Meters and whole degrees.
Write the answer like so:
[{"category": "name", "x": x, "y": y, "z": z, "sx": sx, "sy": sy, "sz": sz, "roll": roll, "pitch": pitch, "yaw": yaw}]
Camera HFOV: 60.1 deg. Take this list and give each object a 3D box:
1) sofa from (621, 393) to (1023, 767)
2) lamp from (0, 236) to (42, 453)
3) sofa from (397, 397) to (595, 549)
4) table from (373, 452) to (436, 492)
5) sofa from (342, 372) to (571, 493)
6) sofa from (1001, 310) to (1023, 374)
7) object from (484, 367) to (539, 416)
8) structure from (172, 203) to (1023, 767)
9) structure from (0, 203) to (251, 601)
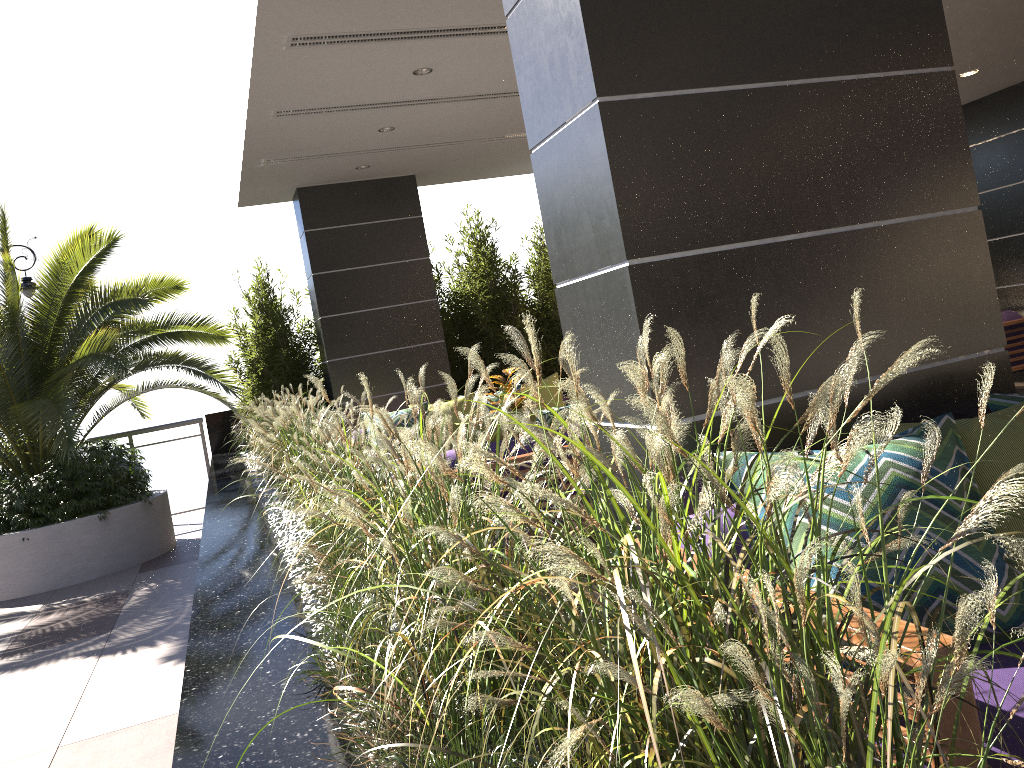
[{"category": "sofa", "x": 1.494, "y": 0.436, "z": 2.185, "sx": 2.133, "sy": 0.920, "sz": 1.115, "roll": -11, "pitch": 1, "yaw": -19}, {"category": "lamp", "x": -5.245, "y": 0.114, "z": 9.111, "sx": 1.126, "sy": 3.330, "sz": 0.263, "roll": -10, "pitch": -1, "yaw": -19}, {"category": "sofa", "x": 0.481, "y": 0.480, "z": 5.248, "sx": 2.133, "sy": 0.920, "sz": 1.115, "roll": -11, "pitch": 1, "yaw": -19}, {"category": "table", "x": 0.098, "y": 0.679, "z": 6.482, "sx": 2.043, "sy": 0.554, "sz": 0.938, "roll": -11, "pitch": 2, "yaw": -19}, {"category": "sofa", "x": -0.323, "y": 0.515, "z": 7.680, "sx": 2.133, "sy": 0.920, "sz": 1.115, "roll": -11, "pitch": 1, "yaw": -19}, {"category": "sofa", "x": 3.533, "y": -0.195, "z": 7.973, "sx": 2.133, "sy": 0.920, "sz": 1.115, "roll": -11, "pitch": 1, "yaw": -19}, {"category": "object", "x": -0.001, "y": 0.148, "z": 6.492, "sx": 0.430, "sy": 0.527, "sz": 0.425, "roll": -10, "pitch": 0, "yaw": -1}, {"category": "structure", "x": 3.760, "y": -1.003, "z": 0.143, "sx": 7.842, "sy": 3.123, "sz": 24.650, "roll": -11, "pitch": 3, "yaw": -18}, {"category": "structure", "x": -4.283, "y": 0.020, "z": 7.736, "sx": 3.736, "sy": 3.305, "sz": 3.817, "roll": -10, "pitch": 1, "yaw": 24}]
